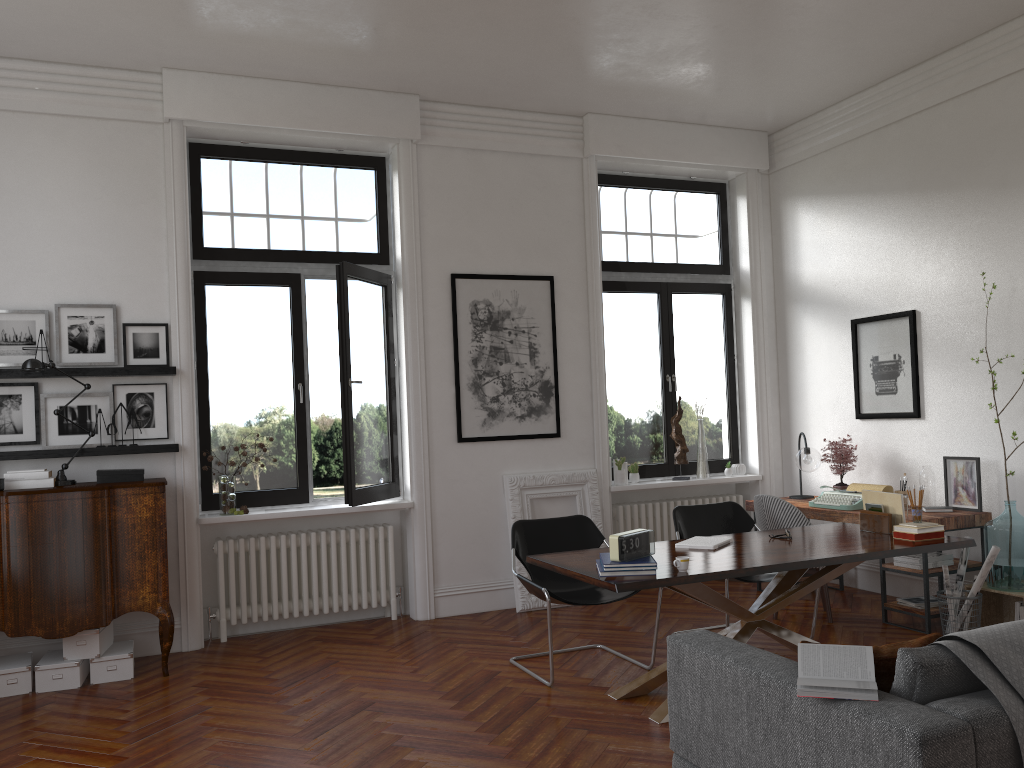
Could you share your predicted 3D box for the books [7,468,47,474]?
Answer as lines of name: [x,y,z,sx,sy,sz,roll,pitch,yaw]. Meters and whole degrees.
books: [-2.987,0.536,5.466,0.200,0.014,0.179,-1,-2,-23]

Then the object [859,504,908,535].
object: [2.196,0.789,5.241,0.149,0.166,0.228,-2,-2,-23]

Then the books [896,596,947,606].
books: [2.782,1.468,6.004,0.268,0.014,0.196,-2,-2,-11]

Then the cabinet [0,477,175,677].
cabinet: [-2.784,1.242,5.492,1.265,1.217,0.640,-2,-1,-23]

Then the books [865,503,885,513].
books: [2.169,0.792,5.280,0.041,0.157,0.128,-2,-1,-23]

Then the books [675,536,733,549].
books: [1.092,0.901,5.025,0.231,0.026,0.325,-4,-3,32]

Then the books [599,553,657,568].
books: [0.561,0.854,4.319,0.250,0.017,0.344,-2,-2,2]

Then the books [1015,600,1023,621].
books: [3.199,1.470,5.505,0.187,0.257,0.054,-2,-1,-22]

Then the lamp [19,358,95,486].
lamp: [-2.864,0.246,5.619,0.174,0.802,0.491,-3,-1,32]

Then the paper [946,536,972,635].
paper: [2.885,1.309,5.729,0.294,0.626,0.048,-2,-1,-30]

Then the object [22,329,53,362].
object: [-3.076,-0.224,5.750,0.174,0.260,0.040,-2,-1,-23]

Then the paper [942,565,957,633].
paper: [2.767,1.383,5.596,0.073,0.478,0.033,-3,-1,14]

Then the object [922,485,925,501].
object: [2.306,0.667,4.994,0.044,0.194,0.008,-2,-1,8]

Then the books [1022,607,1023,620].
books: [3.209,1.480,5.461,0.170,0.232,0.012,-2,-1,-23]

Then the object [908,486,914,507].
object: [2.253,0.670,4.984,0.049,0.193,0.008,-2,-1,-18]

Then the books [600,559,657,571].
books: [0.562,0.871,4.319,0.250,0.017,0.344,-2,-2,2]

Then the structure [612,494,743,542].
structure: [1.485,1.420,7.926,1.453,0.778,0.225,-2,-1,-23]

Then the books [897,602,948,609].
books: [2.783,1.483,6.003,0.268,0.014,0.196,-1,-2,-24]

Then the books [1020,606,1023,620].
books: [3.204,1.481,5.473,0.170,0.232,0.012,-2,-1,-23]

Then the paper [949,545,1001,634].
paper: [2.881,1.300,5.526,0.047,0.609,0.330,-2,-1,-42]

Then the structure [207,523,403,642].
structure: [-1.534,1.496,6.668,1.453,0.778,0.225,-2,-1,-23]

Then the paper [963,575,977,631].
paper: [2.933,1.420,5.672,0.126,0.388,0.026,-2,-1,0]

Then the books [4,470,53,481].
books: [-2.990,0.566,5.487,0.239,0.044,0.255,-1,-2,-23]

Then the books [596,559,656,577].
books: [0.551,0.893,4.327,0.264,0.027,0.347,-2,-2,2]

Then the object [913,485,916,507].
object: [2.282,0.668,5.021,0.008,0.195,0.032,-3,-1,21]

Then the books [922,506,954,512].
books: [2.929,0.866,6.140,0.213,0.031,0.129,-3,-2,15]

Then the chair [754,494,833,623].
chair: [2.055,1.233,6.413,0.547,0.899,0.717,-2,-2,-30]

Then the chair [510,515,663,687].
chair: [0.396,1.267,5.323,0.752,0.872,0.746,-2,-2,-23]

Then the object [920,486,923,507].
object: [2.294,0.666,4.972,0.008,0.195,0.037,-2,-1,-10]

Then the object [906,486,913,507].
object: [2.255,0.671,5.011,0.049,0.193,0.008,-3,-1,37]

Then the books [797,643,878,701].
books: [0.998,0.878,2.732,0.225,0.096,0.279,-3,-2,19]

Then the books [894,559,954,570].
books: [2.769,1.200,5.966,0.308,0.038,0.226,-1,-2,-24]

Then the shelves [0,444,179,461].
shelves: [-2.974,0.452,5.759,1.514,0.055,0.156,-1,-2,-23]

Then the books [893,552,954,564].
books: [2.772,1.165,5.977,0.308,0.038,0.226,-1,-2,-23]

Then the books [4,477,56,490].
books: [-2.987,0.616,5.481,0.294,0.057,0.230,-1,-2,-23]

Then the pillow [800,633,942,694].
pillow: [1.208,1.014,2.979,0.470,0.396,0.330,-3,-1,15]

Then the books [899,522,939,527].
books: [2.274,0.784,4.957,0.159,0.008,0.128,-2,-2,-21]

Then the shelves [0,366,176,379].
shelves: [-2.995,-0.070,5.767,1.514,0.055,0.158,-1,-2,-23]

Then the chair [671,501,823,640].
chair: [1.481,1.239,5.776,0.752,0.872,0.746,-2,-2,-23]

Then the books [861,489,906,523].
books: [2.214,0.756,5.279,0.043,0.239,0.310,-2,-2,-23]

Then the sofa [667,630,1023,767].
sofa: [2.055,1.191,3.399,2.644,0.828,1.263,-1,-2,-23]

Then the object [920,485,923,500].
object: [2.303,0.667,5.005,0.038,0.195,0.008,-2,-1,4]

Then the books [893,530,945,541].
books: [2.264,0.837,4.934,0.215,0.040,0.159,-2,-2,-21]

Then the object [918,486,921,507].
object: [2.282,0.668,4.966,0.008,0.193,0.049,-2,-1,1]

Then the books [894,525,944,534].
books: [2.268,0.803,4.942,0.207,0.028,0.164,-1,-2,-25]

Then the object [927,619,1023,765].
object: [1.678,0.942,2.724,0.752,0.387,0.400,-2,-2,-23]

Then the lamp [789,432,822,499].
lamp: [2.397,0.671,7.273,0.207,0.549,0.442,-2,-1,1]

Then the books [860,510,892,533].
books: [2.144,0.813,5.223,0.028,0.124,0.221,-2,-2,-23]
